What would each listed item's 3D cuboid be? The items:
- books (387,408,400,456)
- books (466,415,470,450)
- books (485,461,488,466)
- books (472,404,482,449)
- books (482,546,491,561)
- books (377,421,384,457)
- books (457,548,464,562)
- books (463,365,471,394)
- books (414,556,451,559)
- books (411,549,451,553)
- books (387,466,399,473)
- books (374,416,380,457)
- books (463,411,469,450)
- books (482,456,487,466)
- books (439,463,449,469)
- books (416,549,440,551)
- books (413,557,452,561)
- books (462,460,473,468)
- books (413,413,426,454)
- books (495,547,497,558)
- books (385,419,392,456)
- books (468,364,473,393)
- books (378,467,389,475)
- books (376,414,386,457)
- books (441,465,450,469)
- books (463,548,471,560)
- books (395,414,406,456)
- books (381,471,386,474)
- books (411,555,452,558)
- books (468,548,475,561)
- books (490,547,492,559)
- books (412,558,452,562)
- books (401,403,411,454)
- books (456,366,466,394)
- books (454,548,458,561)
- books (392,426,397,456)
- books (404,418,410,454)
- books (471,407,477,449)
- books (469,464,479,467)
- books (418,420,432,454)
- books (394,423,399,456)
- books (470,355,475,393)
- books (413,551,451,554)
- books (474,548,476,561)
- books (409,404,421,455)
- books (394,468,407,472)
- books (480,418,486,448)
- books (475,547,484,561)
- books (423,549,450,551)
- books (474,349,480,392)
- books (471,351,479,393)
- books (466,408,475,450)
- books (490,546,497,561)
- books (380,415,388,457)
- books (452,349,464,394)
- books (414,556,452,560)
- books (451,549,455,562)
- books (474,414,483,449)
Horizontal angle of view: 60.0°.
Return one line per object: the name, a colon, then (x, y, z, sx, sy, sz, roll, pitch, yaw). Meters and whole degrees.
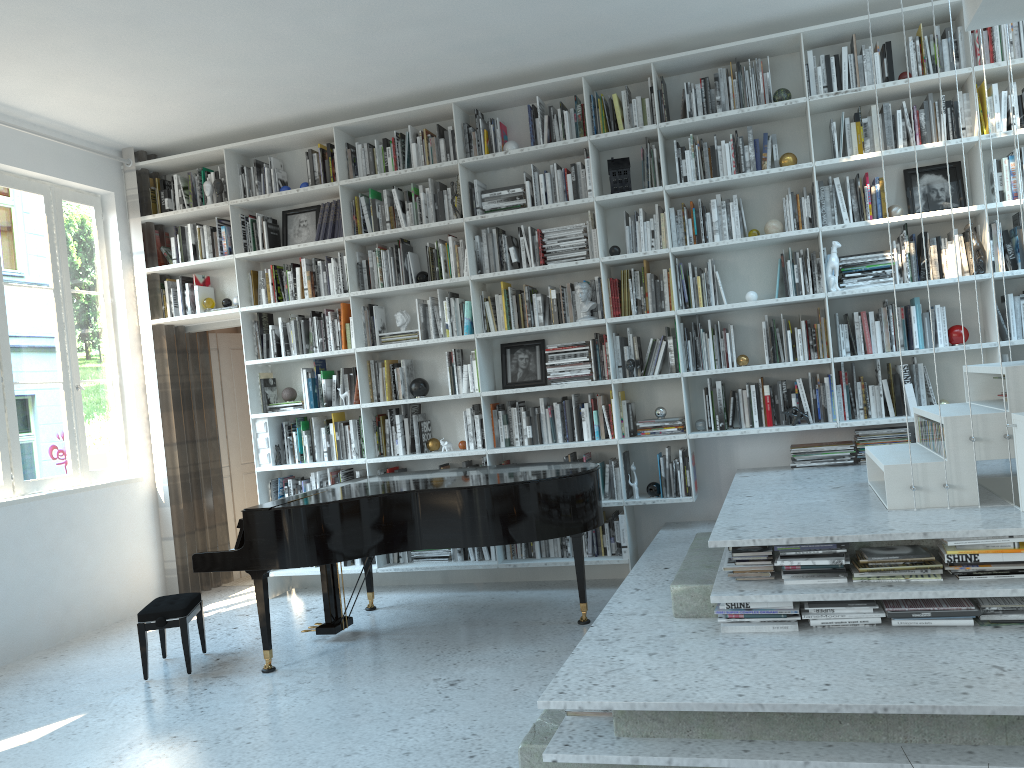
books: (-0.786, 0.322, 5.989, 0.014, 0.313, 0.166, -5, 0, 17)
books: (-0.262, 0.314, 5.850, 0.015, 0.225, 0.148, -5, 0, 17)
books: (-0.128, 0.643, 5.813, 0.022, 0.290, 0.160, -5, 0, 17)
books: (-0.219, 0.277, 5.827, 0.014, 0.291, 0.131, -5, 0, 17)
books: (-0.170, 1.006, 5.832, 0.073, 0.276, 0.181, -5, 0, 17)
books: (-0.854, 0.366, 6.012, 0.030, 0.239, 0.157, -5, 0, 17)
books: (-0.323, 1.058, 5.877, 0.029, 0.202, 0.178, -5, 0, 17)
books: (-0.282, -0.033, 5.825, 0.057, 0.188, 0.156, -5, 0, 17)
books: (-0.511, 1.148, 5.950, 0.254, 0.007, 0.161, -6, 0, 18)
books: (-0.516, 1.107, 5.942, 0.285, 0.007, 0.159, -6, 0, 13)
books: (-0.795, 0.711, 6.019, 0.013, 0.288, 0.160, -5, 0, 17)
books: (-0.885, 0.351, 6.035, 0.013, 0.275, 0.147, -5, 0, 17)
books: (-0.279, 0.301, 5.846, 0.012, 0.254, 0.161, -5, 0, 17)
books: (-0.149, 0.630, 5.808, 0.013, 0.320, 0.173, -5, 0, 17)
books: (-0.441, 0.677, 5.912, 0.012, 0.285, 0.159, -5, 0, 17)
books: (-0.518, 1.093, 5.940, 0.285, 0.007, 0.159, -6, 0, 12)
books: (-0.512, 1.162, 5.944, 0.254, 0.007, 0.161, -6, 0, 21)
books: (-0.284, 0.657, 5.874, 0.025, 0.294, 0.134, -5, 0, 17)
books: (-0.609, 0.331, 5.933, 0.027, 0.261, 0.163, -5, 0, 17)
books: (-0.072, 1.045, 5.803, 0.024, 0.180, 0.171, -5, 0, 17)
books: (-0.809, 0.357, 5.999, 0.042, 0.248, 0.162, -5, 0, 17)
books: (-0.242, -0.037, 5.818, 0.024, 0.188, 0.172, -5, 0, 17)
books: (-0.861, 0.719, 6.043, 0.012, 0.285, 0.159, -5, 0, 17)
books: (-0.876, 0.346, 6.022, 0.013, 0.283, 0.146, -5, 0, 17)
books: (-0.430, 0.683, 5.904, 0.012, 0.271, 0.142, -5, 0, 17)
books: (-0.294, 1.038, 5.879, 0.028, 0.238, 0.136, -5, 0, 17)
books: (-0.722, 0.338, 5.968, 0.027, 0.269, 0.185, -5, 0, 17)
books: (-0.844, 0.726, 6.039, 0.023, 0.266, 0.134, -5, 0, 17)
books: (-0.514, 1.141, 5.943, 0.285, 0.007, 0.159, -6, 0, 13)
books: (-0.257, 1.026, 5.856, 0.062, 0.253, 0.177, -5, 0, 17)
books: (-0.118, 1.009, 5.831, 0.025, 0.259, 0.132, -5, 0, 17)
books: (-0.508, 1.168, 5.953, 0.285, 0.007, 0.159, -6, 0, 17)
books: (-0.699, 0.301, 5.986, 0.013, 0.339, 0.138, -5, 0, 17)
books: (-0.318, -0.027, 5.852, 0.030, 0.183, 0.154, -5, 0, 17)
books: (-0.352, 1.029, 5.897, 0.031, 0.265, 0.144, -5, 0, 17)
books: (-0.761, 0.378, 5.989, 0.024, 0.196, 0.156, -5, 0, 17)
books: (-0.677, 0.348, 5.972, 0.029, 0.241, 0.135, -5, 0, 17)
books: (-0.228, 0.285, 5.834, 0.010, 0.277, 0.155, -5, 0, 17)
books: (-0.241, 0.666, 5.821, 0.011, 0.266, 0.191, -5, 0, 17)
books: (-0.579, 0.352, 5.940, 0.023, 0.212, 0.160, -5, 0, 17)
books: (-0.741, 0.367, 5.978, 0.021, 0.215, 0.172, -5, 0, 17)
books: (-0.231, -0.067, 5.802, 0.012, 0.244, 0.171, -5, 0, 17)
books: (-0.515, 1.113, 5.943, 0.254, 0.007, 0.161, -6, 0, 13)
books: (-0.221, 1.033, 5.843, 0.011, 0.232, 0.174, -5, 0, 17)
books: (-0.649, 0.301, 5.945, 0.050, 0.328, 0.166, -5, 0, 17)
books: (-0.742, 0.713, 6.011, 0.026, 0.273, 0.146, -5, 0, 17)
books: (-0.162, 0.320, 5.823, 0.031, 0.194, 0.142, -5, 0, 17)
books: (-0.215, 1.011, 5.832, 0.012, 0.274, 0.180, -5, 0, 17)
books: (-0.514, 1.100, 5.949, 0.254, 0.007, 0.161, -6, 0, 18)
books: (-0.196, -0.087, 5.788, 0.011, 0.279, 0.187, -5, 0, 17)
books: (-0.211, -0.081, 5.803, 0.027, 0.269, 0.178, -5, 0, 17)
books: (-0.250, 0.291, 5.826, 0.027, 0.269, 0.158, -5, 0, 17)
books: (-0.104, 1.007, 5.794, 0.024, 0.260, 0.189, -5, 0, 17)
books: (-0.838, 0.348, 5.999, 0.012, 0.272, 0.181, -5, 0, 17)
books: (-0.346, -0.082, 5.852, 0.012, 0.298, 0.166, -5, 0, 17)
books: (-0.510, 1.154, 5.952, 0.254, 0.007, 0.161, -6, 0, 17)
books: (-0.376, 1.038, 5.889, 0.012, 0.254, 0.161, -5, 0, 17)
books: (-0.198, 0.310, 5.813, 0.029, 0.221, 0.153, -5, 0, 17)
